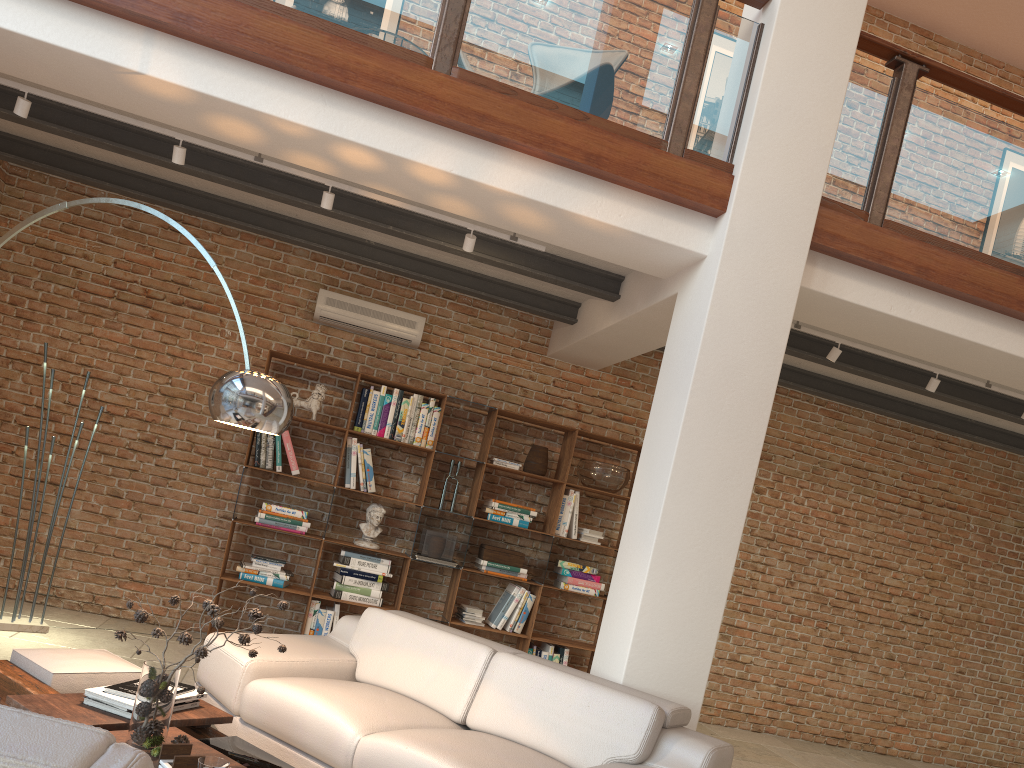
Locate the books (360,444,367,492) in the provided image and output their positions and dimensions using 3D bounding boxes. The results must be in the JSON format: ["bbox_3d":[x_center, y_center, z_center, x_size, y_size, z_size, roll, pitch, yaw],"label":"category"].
[{"bbox_3d":[-1.142,0.641,6.643,0.126,0.346,0.271,13,-2,-12],"label":"books"}]

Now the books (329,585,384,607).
[{"bbox_3d":[-1.195,1.627,6.684,0.385,0.064,0.243,16,-8,-19],"label":"books"}]

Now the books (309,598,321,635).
[{"bbox_3d":[-1.518,1.822,6.650,0.037,0.381,0.243,12,-1,-12],"label":"books"}]

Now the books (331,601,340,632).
[{"bbox_3d":[-1.362,1.863,6.697,0.080,0.382,0.243,12,-1,-12],"label":"books"}]

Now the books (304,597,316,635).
[{"bbox_3d":[-1.548,1.811,6.625,0.037,0.381,0.243,12,-1,-12],"label":"books"}]

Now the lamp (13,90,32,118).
[{"bbox_3d":[-2.348,-1.337,4.184,0.061,0.128,0.084,13,-1,-43],"label":"lamp"}]

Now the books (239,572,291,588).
[{"bbox_3d":[-1.849,1.457,6.528,0.327,0.055,0.257,13,-8,-3],"label":"books"}]

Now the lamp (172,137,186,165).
[{"bbox_3d":[-1.663,-1.157,4.361,0.061,0.120,0.086,13,-2,-10],"label":"lamp"}]

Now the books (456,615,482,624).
[{"bbox_3d":[-0.339,1.871,6.933,0.158,0.008,0.242,16,-9,-17],"label":"books"}]

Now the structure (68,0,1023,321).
[{"bbox_3d":[2.462,-0.060,0.605,10.254,4.103,13.875,14,-8,-12],"label":"structure"}]

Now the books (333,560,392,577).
[{"bbox_3d":[-1.148,1.414,6.681,0.449,0.020,0.272,15,-9,-13],"label":"books"}]

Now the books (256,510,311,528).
[{"bbox_3d":[-1.710,1.010,6.513,0.385,0.036,0.243,16,-9,-19],"label":"books"}]

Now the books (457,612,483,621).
[{"bbox_3d":[-0.334,1.846,6.932,0.158,0.008,0.242,16,-9,-17],"label":"books"}]

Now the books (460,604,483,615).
[{"bbox_3d":[-0.322,1.791,6.931,0.134,0.033,0.205,15,-9,-17],"label":"books"}]

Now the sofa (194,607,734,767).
[{"bbox_3d":[-0.299,1.578,3.998,2.293,0.750,1.174,7,-8,37],"label":"sofa"}]

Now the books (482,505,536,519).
[{"bbox_3d":[-0.026,1.012,6.914,0.385,0.018,0.243,16,-9,-20],"label":"books"}]

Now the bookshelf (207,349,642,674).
[{"bbox_3d":[-0.578,1.221,6.792,3.065,2.189,0.361,14,1,-14],"label":"bookshelf"}]

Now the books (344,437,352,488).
[{"bbox_3d":[-1.246,0.596,6.620,0.102,0.381,0.243,13,-1,-12],"label":"books"}]

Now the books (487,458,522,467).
[{"bbox_3d":[-0.061,0.613,6.829,0.240,0.018,0.170,16,-9,-20],"label":"books"}]

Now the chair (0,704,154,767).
[{"bbox_3d":[-0.768,0.961,1.521,1.025,1.009,0.981,13,-3,4],"label":"chair"}]

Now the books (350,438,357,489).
[{"bbox_3d":[-1.205,0.604,6.606,0.104,0.381,0.243,13,-1,-12],"label":"books"}]

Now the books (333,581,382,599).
[{"bbox_3d":[-1.187,1.570,6.700,0.365,0.055,0.283,14,-8,-11],"label":"books"}]

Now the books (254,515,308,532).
[{"bbox_3d":[-1.730,1.043,6.518,0.385,0.036,0.244,16,-9,-18],"label":"books"}]

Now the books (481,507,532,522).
[{"bbox_3d":[-0.050,1.036,6.920,0.383,0.036,0.244,15,-9,-13],"label":"books"}]

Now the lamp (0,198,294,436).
[{"bbox_3d":[-1.871,0.370,3.722,2.004,2.338,0.323,12,1,23],"label":"lamp"}]

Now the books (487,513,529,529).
[{"bbox_3d":[-0.038,1.085,6.918,0.327,0.055,0.257,13,-8,-3],"label":"books"}]

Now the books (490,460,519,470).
[{"bbox_3d":[-0.060,0.639,6.824,0.208,0.033,0.132,15,-8,-13],"label":"books"}]

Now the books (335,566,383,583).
[{"bbox_3d":[-1.170,1.446,6.667,0.331,0.055,0.254,16,-9,-18],"label":"books"}]

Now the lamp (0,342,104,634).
[{"bbox_3d":[-2.948,0.679,5.535,0.426,1.810,0.195,12,2,-43],"label":"lamp"}]

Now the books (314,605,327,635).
[{"bbox_3d":[-1.477,1.859,6.654,0.058,0.328,0.254,12,-2,-12],"label":"books"}]

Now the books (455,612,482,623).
[{"bbox_3d":[-0.348,1.855,6.926,0.164,0.017,0.251,15,-9,-17],"label":"books"}]

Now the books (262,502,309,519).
[{"bbox_3d":[-1.693,0.948,6.530,0.329,0.055,0.255,14,-8,-11],"label":"books"}]

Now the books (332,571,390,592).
[{"bbox_3d":[-1.160,1.513,6.686,0.387,0.064,0.242,17,-9,-26],"label":"books"}]

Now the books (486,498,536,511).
[{"bbox_3d":[-0.017,0.959,6.923,0.360,0.020,0.272,15,-9,-14],"label":"books"}]

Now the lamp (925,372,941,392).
[{"bbox_3d":[2.637,-0.004,5.456,0.061,0.128,0.086,13,-2,-10],"label":"lamp"}]

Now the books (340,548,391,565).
[{"bbox_3d":[-1.127,1.325,6.693,0.383,0.036,0.244,15,-9,-13],"label":"books"}]

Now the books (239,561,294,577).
[{"bbox_3d":[-1.837,1.384,6.523,0.385,0.018,0.243,16,-9,-20],"label":"books"}]

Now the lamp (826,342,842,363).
[{"bbox_3d":[1.953,-0.187,5.279,0.061,0.128,0.084,13,-1,-43],"label":"lamp"}]

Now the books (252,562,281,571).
[{"bbox_3d":[-1.838,1.361,6.545,0.208,0.033,0.132,15,-8,-13],"label":"books"}]

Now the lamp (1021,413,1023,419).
[{"bbox_3d":[3.342,0.185,5.636,0.061,0.128,0.086,13,-2,-10],"label":"lamp"}]

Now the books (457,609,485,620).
[{"bbox_3d":[-0.326,1.836,6.940,0.173,0.018,0.235,16,-9,-19],"label":"books"}]

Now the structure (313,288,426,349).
[{"bbox_3d":[-1.088,-0.493,6.670,0.821,0.218,0.199,15,-3,-14],"label":"structure"}]

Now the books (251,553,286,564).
[{"bbox_3d":[-1.820,1.309,6.531,0.255,0.017,0.162,15,-9,-13],"label":"books"}]

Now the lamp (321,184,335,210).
[{"bbox_3d":[-0.958,-0.965,4.541,0.061,0.128,0.086,13,-2,-10],"label":"lamp"}]

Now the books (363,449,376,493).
[{"bbox_3d":[-1.095,0.661,6.641,0.159,0.327,0.254,13,-2,-12],"label":"books"}]

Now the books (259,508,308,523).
[{"bbox_3d":[-1.710,0.983,6.531,0.360,0.020,0.272,15,-9,-14],"label":"books"}]

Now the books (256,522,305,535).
[{"bbox_3d":[-1.729,1.074,6.528,0.359,0.020,0.272,15,-9,-13],"label":"books"}]

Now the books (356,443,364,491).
[{"bbox_3d":[-1.160,0.635,6.629,0.126,0.346,0.271,13,-2,-12],"label":"books"}]

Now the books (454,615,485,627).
[{"bbox_3d":[-0.338,1.887,6.941,0.174,0.018,0.235,17,-9,-24],"label":"books"}]

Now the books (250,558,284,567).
[{"bbox_3d":[-1.839,1.334,6.549,0.240,0.018,0.170,16,-9,-20],"label":"books"}]

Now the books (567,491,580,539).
[{"bbox_3d":[0.484,1.058,7.060,0.102,0.381,0.243,13,-1,-12],"label":"books"}]

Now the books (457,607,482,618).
[{"bbox_3d":[-0.338,1.812,6.924,0.164,0.017,0.252,15,-9,-12],"label":"books"}]

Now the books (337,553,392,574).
[{"bbox_3d":[-1.135,1.376,6.700,0.385,0.064,0.243,16,-9,-19],"label":"books"}]

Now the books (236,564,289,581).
[{"bbox_3d":[-1.860,1.408,6.530,0.383,0.036,0.244,15,-9,-13],"label":"books"}]

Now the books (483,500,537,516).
[{"bbox_3d":[-0.017,0.985,6.905,0.385,0.036,0.243,16,-9,-19],"label":"books"}]

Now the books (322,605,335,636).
[{"bbox_3d":[-1.422,1.872,6.661,0.056,0.327,0.254,12,-2,-12],"label":"books"}]

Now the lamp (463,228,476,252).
[{"bbox_3d":[-0.229,-0.775,4.736,0.061,0.115,0.095,13,-3,-6],"label":"lamp"}]

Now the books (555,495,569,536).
[{"bbox_3d":[0.359,1.049,7.008,0.056,0.327,0.254,12,-2,-12],"label":"books"}]
